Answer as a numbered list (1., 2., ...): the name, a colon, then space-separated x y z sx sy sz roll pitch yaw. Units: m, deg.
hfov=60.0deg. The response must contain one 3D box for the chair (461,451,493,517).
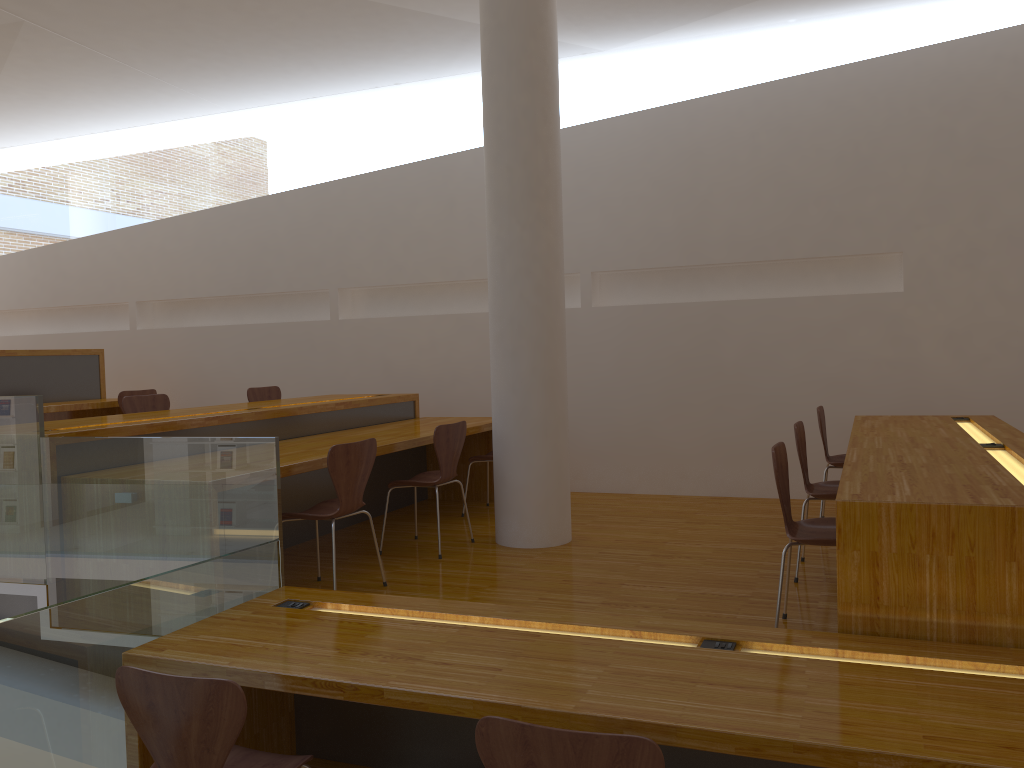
1. chair: -0.088 0.511 5.905 0.381 0.693 0.428 -1 2 22

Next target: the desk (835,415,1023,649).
1. desk: 1.882 0.559 3.873 0.760 0.606 3.185 -1 2 22

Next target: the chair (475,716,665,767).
1. chair: 0.177 1.007 1.905 0.428 0.693 0.381 -1 2 22

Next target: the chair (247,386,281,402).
1. chair: -1.682 0.364 6.545 0.381 0.693 0.428 -1 2 22

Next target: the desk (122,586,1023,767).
1. desk: 0.510 1.032 2.299 3.185 0.606 0.760 -1 2 22

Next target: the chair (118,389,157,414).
1. chair: -3.045 0.395 6.955 0.381 0.693 0.428 -1 2 22

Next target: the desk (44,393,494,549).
1. desk: -1.259 0.528 5.108 1.527 0.785 3.243 -1 2 22

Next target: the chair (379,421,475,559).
1. chair: -0.472 0.557 4.854 0.381 0.693 0.428 -1 2 22

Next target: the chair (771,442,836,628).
1. chair: 1.131 0.567 3.155 0.381 0.693 0.428 -1 2 22

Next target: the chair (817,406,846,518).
1. chair: 1.952 0.478 5.076 0.381 0.693 0.428 -1 2 22

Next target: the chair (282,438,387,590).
1. chair: -0.837 0.598 3.955 0.381 0.693 0.428 -1 2 22

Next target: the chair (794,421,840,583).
1. chair: 1.496 0.526 4.054 0.381 0.693 0.428 -1 2 22

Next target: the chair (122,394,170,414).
1. chair: -2.137 0.412 5.523 0.381 0.693 0.428 -1 2 22

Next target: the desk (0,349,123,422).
1. desk: -4.104 0.286 6.004 1.248 1.022 3.216 -1 2 22

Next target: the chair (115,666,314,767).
1. chair: -0.723 1.021 2.271 0.428 0.693 0.381 -1 2 22
